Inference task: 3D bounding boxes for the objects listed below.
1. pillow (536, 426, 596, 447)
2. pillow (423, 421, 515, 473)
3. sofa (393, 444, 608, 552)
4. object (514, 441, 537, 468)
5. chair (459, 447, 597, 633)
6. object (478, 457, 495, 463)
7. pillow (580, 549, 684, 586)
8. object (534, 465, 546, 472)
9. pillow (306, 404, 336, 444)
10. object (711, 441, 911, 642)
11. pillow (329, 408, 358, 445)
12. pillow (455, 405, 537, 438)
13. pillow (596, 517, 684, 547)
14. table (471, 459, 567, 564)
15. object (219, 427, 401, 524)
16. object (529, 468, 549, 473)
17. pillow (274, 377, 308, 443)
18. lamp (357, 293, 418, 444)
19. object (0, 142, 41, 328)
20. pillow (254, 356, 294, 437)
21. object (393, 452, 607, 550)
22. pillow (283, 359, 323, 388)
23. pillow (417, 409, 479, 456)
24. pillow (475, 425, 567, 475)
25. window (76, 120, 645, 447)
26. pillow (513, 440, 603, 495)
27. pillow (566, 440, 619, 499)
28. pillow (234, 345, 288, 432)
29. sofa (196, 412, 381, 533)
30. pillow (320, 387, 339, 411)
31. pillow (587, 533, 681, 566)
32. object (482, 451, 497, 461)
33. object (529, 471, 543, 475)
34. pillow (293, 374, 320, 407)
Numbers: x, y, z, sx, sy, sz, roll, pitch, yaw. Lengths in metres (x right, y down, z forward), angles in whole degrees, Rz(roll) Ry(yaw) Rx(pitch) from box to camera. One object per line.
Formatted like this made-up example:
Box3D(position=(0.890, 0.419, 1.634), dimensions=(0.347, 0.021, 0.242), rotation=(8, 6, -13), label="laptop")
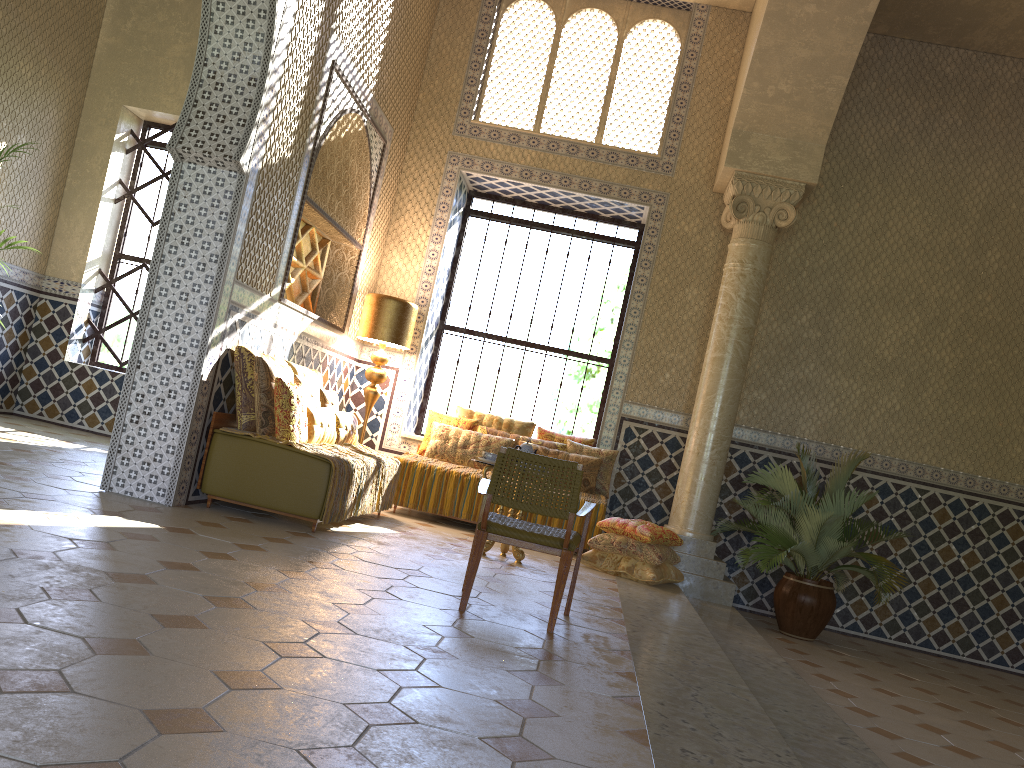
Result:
Box3D(position=(0.685, 1.072, 12.581), dimensions=(0.854, 0.800, 0.394), rotation=(12, -1, 6), label="pillow")
Box3D(position=(-0.591, 0.899, 12.182), dimensions=(1.190, 0.546, 0.330), rotation=(12, -1, 5), label="pillow")
Box3D(position=(-0.148, 1.576, 12.096), dimensions=(2.846, 0.937, 1.277), rotation=(12, -3, 5), label="sofa")
Box3D(position=(0.137, 0.769, 9.600), dimensions=(0.273, 0.323, 0.199), rotation=(13, -1, -5), label="object")
Box3D(position=(0.113, 1.125, 6.713), dimensions=(0.949, 1.208, 0.909), rotation=(12, -2, 6), label="chair")
Box3D(position=(-0.248, 0.833, 9.594), dimensions=(0.256, 0.032, 0.255), rotation=(13, -4, -15), label="object")
Box3D(position=(1.451, 2.185, 10.606), dimensions=(0.986, 0.368, 1.049), rotation=(11, -4, 31), label="pillow")
Box3D(position=(0.286, 0.891, 9.259), dimensions=(0.183, 0.100, 0.184), rotation=(12, -3, 2), label="object")
Box3D(position=(-2.104, 0.466, 9.564), dimensions=(0.271, 0.450, 0.985), rotation=(12, -3, 6), label="pillow")
Box3D(position=(3.948, 1.985, 11.127), dimensions=(2.646, 2.500, 2.164), rotation=(13, -2, -8), label="object")
Box3D(position=(-2.020, 0.545, 10.496), dimensions=(0.271, 0.450, 0.985), rotation=(12, -3, 6), label="pillow")
Box3D(position=(-0.321, 0.822, 12.621), dimensions=(1.191, 0.832, 0.423), rotation=(12, -1, 5), label="pillow")
Box3D(position=(1.535, 1.783, 10.592), dimensions=(0.799, 0.310, 0.753), rotation=(10, -4, 40), label="pillow")
Box3D(position=(-0.011, 1.400, 9.554), dimensions=(1.095, 0.980, 1.108), rotation=(11, -3, 35), label="table")
Box3D(position=(-2.129, 0.974, 9.725), dimensions=(1.312, 0.717, 2.895), rotation=(12, -3, 6), label="object")
Box3D(position=(0.287, 0.971, 9.896), dimensions=(0.256, 0.032, 0.255), rotation=(13, -4, -15), label="object")
Box3D(position=(-2.177, 0.299, 8.770), dimensions=(0.344, 0.651, 0.686), rotation=(12, -2, 5), label="pillow")
Box3D(position=(-1.944, 0.204, 12.197), dimensions=(0.740, 2.812, 0.734), rotation=(13, -1, -25), label="lamp")
Box3D(position=(-6.630, -1.358, 9.868), dimensions=(2.252, 3.550, 2.762), rotation=(12, -2, 9), label="object")
Box3D(position=(-2.398, 0.164, 8.938), dimensions=(0.383, 0.780, 0.836), rotation=(12, -2, 6), label="pillow")
Box3D(position=(-0.190, 1.554, 12.037), dimensions=(2.882, 0.717, 1.318), rotation=(12, -3, 6), label="object")
Box3D(position=(-2.457, 0.202, 10.371), dimensions=(0.422, 0.831, 1.196), rotation=(12, -3, 6), label="pillow")
Box3D(position=(-0.903, 0.760, 12.455), dimensions=(0.740, 0.693, 0.341), rotation=(12, -1, 6), label="pillow")
Box3D(position=(0.070, 0.999, 12.340), dimensions=(1.340, 0.615, 0.371), rotation=(12, -1, 5), label="pillow")
Box3D(position=(-2.507, -1.427, 13.752), dimensions=(8.480, 3.988, 0.574), rotation=(12, -1, 2), label="window")
Box3D(position=(0.600, 1.156, 12.068), dimensions=(1.190, 0.546, 0.330), rotation=(12, -1, 5), label="pillow")
Box3D(position=(1.049, 1.181, 12.267), dimensions=(0.740, 0.693, 0.341), rotation=(12, -1, 6), label="pillow")
Box3D(position=(-2.564, 0.101, 9.180), dimensions=(0.422, 0.831, 1.196), rotation=(12, -3, 6), label="pillow")
Box3D(position=(-2.190, 0.970, 9.743), dimensions=(1.272, 0.936, 2.858), rotation=(12, -3, 6), label="sofa")
Box3D(position=(-2.199, 0.374, 10.470), dimensions=(0.313, 0.637, 0.683), rotation=(12, -2, 6), label="pillow")
Box3D(position=(1.475, 1.983, 10.600), dimensions=(0.927, 0.347, 0.886), rotation=(11, -4, 26), label="pillow")
Box3D(position=(-0.239, 0.796, 9.593), dimensions=(0.184, 0.100, 0.183), rotation=(13, -3, -13), label="object")
Box3D(position=(0.277, 0.928, 9.259), dimensions=(0.255, 0.032, 0.256), rotation=(12, -4, 2), label="object")
Box3D(position=(-2.264, 0.277, 9.671), dimensions=(0.340, 0.692, 0.743), rotation=(12, -2, 6), label="pillow")
